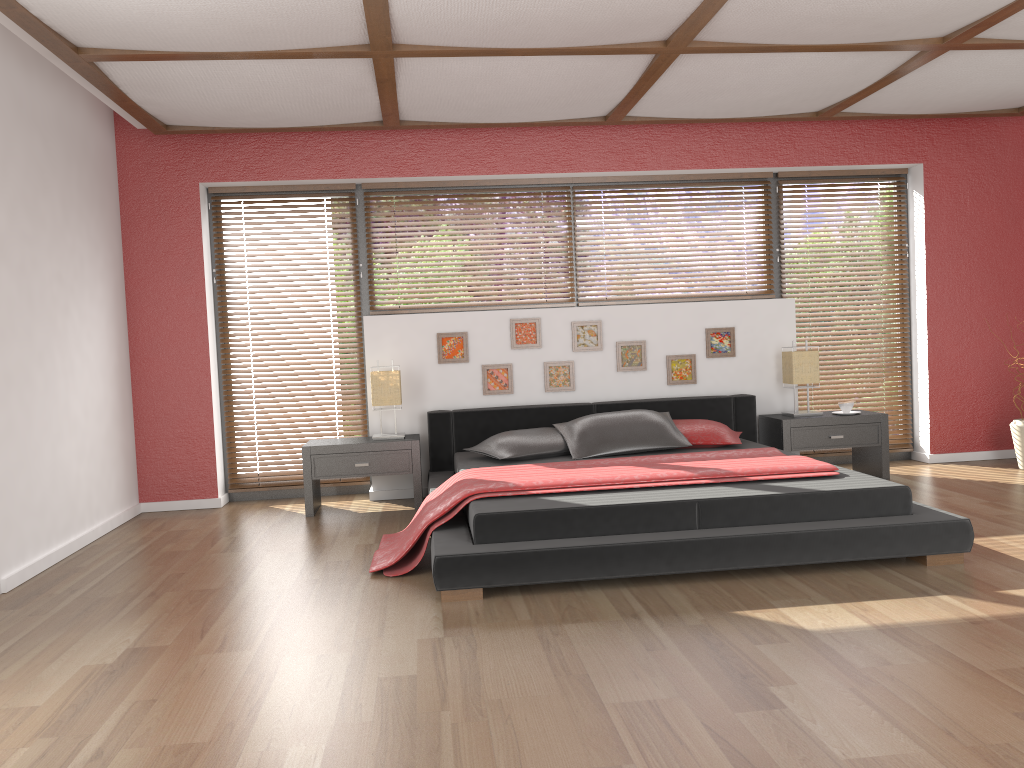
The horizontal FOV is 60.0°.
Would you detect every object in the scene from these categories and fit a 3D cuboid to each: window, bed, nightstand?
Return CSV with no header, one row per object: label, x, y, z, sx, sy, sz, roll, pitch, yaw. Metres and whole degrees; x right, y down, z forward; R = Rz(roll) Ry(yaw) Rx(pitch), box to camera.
window,-1.489,-0.332,6.030,0.889,1.893,0.020,-3,3,-6
bed,0.518,0.457,4.659,2.469,0.577,2.413,-3,3,-6
nightstand,2.041,0.411,5.820,0.700,0.423,0.413,-3,3,-6
nightstand,-0.917,0.560,5.523,0.700,0.423,0.413,-3,3,-6
window,2.388,-0.528,6.419,0.889,1.893,0.020,-3,3,-6
window,0.427,-0.972,6.200,2.817,0.786,0.020,-3,3,-6

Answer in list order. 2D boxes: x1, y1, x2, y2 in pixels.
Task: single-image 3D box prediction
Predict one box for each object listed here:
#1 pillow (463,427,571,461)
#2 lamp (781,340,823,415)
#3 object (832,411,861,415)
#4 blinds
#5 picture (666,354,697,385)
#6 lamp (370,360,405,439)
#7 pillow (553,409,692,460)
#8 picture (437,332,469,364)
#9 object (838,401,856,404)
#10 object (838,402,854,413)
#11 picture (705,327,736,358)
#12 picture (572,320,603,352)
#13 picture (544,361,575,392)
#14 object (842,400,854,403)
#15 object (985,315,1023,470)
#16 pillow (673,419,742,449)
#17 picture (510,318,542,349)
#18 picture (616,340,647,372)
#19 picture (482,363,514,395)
pillow,0.131,0.357,5.285,0.745,0.172,0.418,-4,3,-31
lamp,1.898,-0.046,5.827,0.200,0.480,0.200,-3,3,-6
object,2.175,0.189,5.769,0.179,0.012,0.179,-2,3,19
blinds,0.457,-0.391,6.158,4.840,1.952,0.032,-3,3,-6
picture,1.138,-0.096,5.953,0.200,0.200,0.010,-3,3,-6
lamp,-0.783,0.090,5.557,0.200,0.480,0.200,-3,3,-6
pillow,0.647,0.283,5.248,0.744,0.241,0.386,-3,3,-10
picture,-0.386,-0.236,5.791,0.200,0.200,0.010,-3,3,-6
object,2.170,0.119,5.749,0.192,0.007,0.007,-5,3,-36
object,2.174,0.157,5.767,0.099,0.069,0.099,-2,3,19
picture,1.404,-0.279,5.973,0.200,0.200,0.010,-3,3,-6
picture,0.498,-0.317,5.878,0.200,0.200,0.010,-3,3,-6
picture,0.315,-0.050,5.870,0.200,0.200,0.010,-3,3,-6
object,2.176,0.118,5.771,0.192,0.007,0.007,-5,4,-41
object,3.317,0.046,5.815,0.422,1.035,0.364,-4,3,-30
pillow,1.032,0.309,5.429,0.745,0.172,0.418,-2,3,13
picture,0.091,-0.332,5.836,0.200,0.200,0.010,-3,3,-6
picture,0.797,-0.186,5.914,0.200,0.200,0.010,-3,3,-6
picture,-0.094,-0.030,5.829,0.200,0.200,0.010,-3,3,-6
